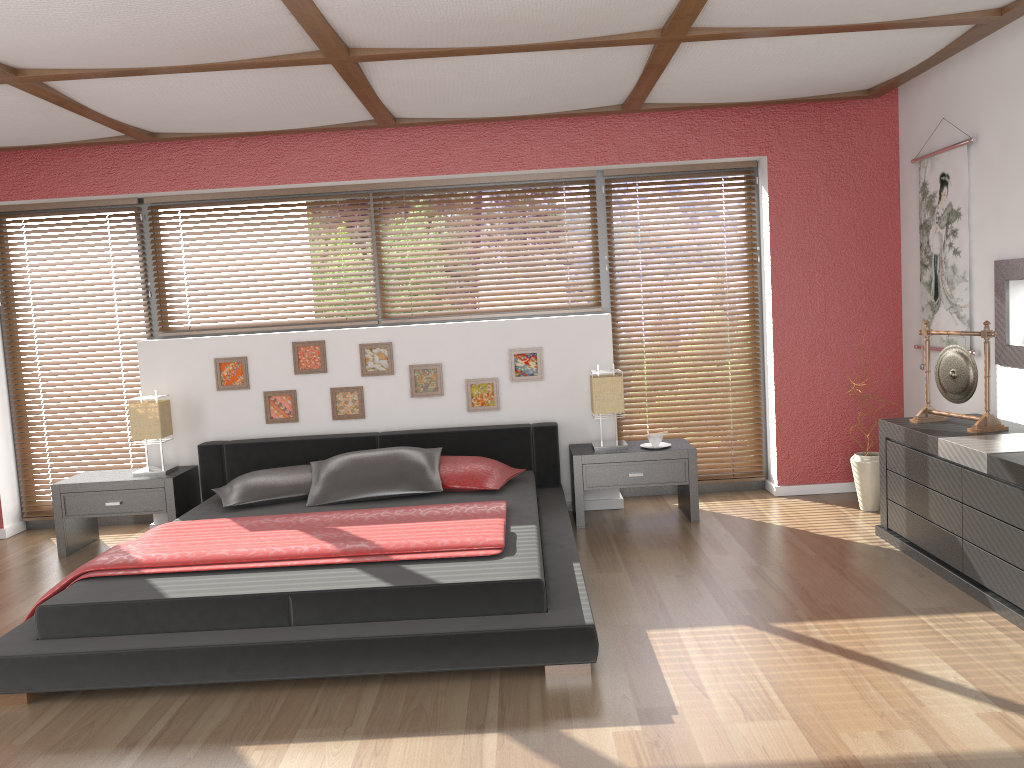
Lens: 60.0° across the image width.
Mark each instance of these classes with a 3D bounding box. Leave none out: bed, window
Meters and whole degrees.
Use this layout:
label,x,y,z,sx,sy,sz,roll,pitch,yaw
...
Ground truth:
label,x,y,z,sx,sy,sz,roll,pitch,yaw
bed,-0.934,0.685,4.236,2.469,0.577,2.413,-3,5,1
window,-0.866,-0.819,5.705,2.817,0.786,0.020,-3,5,1
window,-2.784,-0.169,5.779,0.889,1.893,0.020,-3,5,1
window,1.111,-0.390,5.729,0.889,1.893,0.020,-3,5,1

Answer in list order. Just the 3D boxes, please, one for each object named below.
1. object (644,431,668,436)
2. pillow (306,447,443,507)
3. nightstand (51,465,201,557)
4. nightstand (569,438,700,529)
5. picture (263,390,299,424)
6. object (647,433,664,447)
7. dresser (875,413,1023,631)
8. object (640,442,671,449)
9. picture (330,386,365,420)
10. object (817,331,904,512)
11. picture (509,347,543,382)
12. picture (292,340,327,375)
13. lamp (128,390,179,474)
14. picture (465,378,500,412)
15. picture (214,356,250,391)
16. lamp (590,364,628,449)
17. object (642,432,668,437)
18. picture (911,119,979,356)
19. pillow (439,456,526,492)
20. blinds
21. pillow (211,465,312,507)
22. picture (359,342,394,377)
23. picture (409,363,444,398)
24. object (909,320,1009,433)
label,x,y,z,sx,sy,sz,roll,pitch,yaw
object,0.833,0.288,5.141,0.192,0.007,0.007,-7,6,-35
pillow,-0.743,0.481,4.798,0.744,0.241,0.386,-4,5,-4
nightstand,-2.265,0.747,5.257,0.700,0.423,0.413,-3,5,1
nightstand,0.707,0.578,5.218,0.700,0.423,0.413,-3,5,1
picture,-1.417,0.140,5.441,0.200,0.200,0.010,-3,5,1
object,0.831,0.326,5.139,0.099,0.069,0.099,-1,6,26
dresser,2.126,0.541,3.694,0.540,0.608,1.740,-3,5,1
object,0.833,0.359,5.142,0.179,0.012,0.179,-1,6,26
picture,-1.007,0.118,5.436,0.200,0.200,0.010,-3,5,1
object,1.971,0.212,5.055,0.422,1.035,0.364,-6,6,-24
picture,0.086,-0.117,5.406,0.200,0.200,0.010,-3,5,1
picture,-1.235,-0.162,5.412,0.200,0.200,0.010,-3,5,1
lamp,-2.132,0.275,5.253,0.200,0.480,0.200,-3,5,1
picture,-0.180,0.067,5.425,0.200,0.200,0.010,-3,5,1
picture,-1.714,-0.063,5.425,0.200,0.200,0.010,-3,5,1
lamp,0.562,0.122,5.218,0.200,0.480,0.200,-3,5,1
object,0.825,0.290,5.119,0.192,0.007,0.007,-6,6,-30
picture,2.358,-0.807,4.854,0.028,1.270,0.701,-3,5,1
pillow,-0.341,0.497,4.937,0.745,0.172,0.418,-1,5,20
blinds,-0.837,-0.237,5.689,4.840,1.952,0.032,-3,5,1
pillow,-1.251,0.554,4.895,0.745,0.172,0.418,-6,6,-24
picture,-0.825,-0.150,5.410,0.200,0.200,0.010,-3,5,1
picture,-0.524,-0.021,5.420,0.200,0.200,0.010,-3,5,1
object,2.075,-0.050,4.143,0.173,0.498,0.490,-5,5,-14
